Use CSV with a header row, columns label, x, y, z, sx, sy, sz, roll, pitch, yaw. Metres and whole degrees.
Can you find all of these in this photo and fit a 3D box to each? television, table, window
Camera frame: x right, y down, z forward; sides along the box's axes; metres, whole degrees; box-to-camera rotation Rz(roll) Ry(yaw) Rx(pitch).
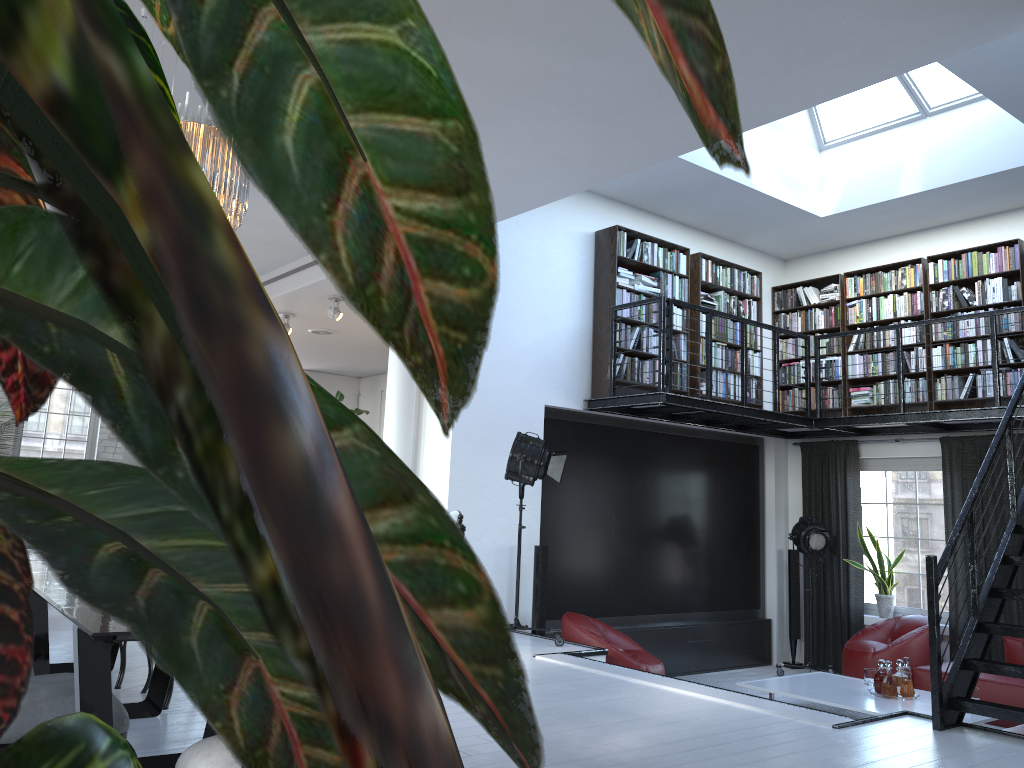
label,x,y,z,sx,sy,sz,roll,pitch,yaw
television,1.480,1.595,8.677,3.341,2.443,0.116,10,-13,-38
table,-2.122,1.148,4.303,0.888,0.701,1.989,9,-10,-33
table,-1.000,0.960,2.665,0.888,0.701,1.989,9,-10,-33
table,2.732,2.468,6.659,1.162,0.245,1.660,9,-11,-38
window,-8.613,0.344,15.913,8.108,6.112,9.117,10,-11,-38
window,3.949,1.550,8.961,0.132,1.616,1.163,11,-13,-38

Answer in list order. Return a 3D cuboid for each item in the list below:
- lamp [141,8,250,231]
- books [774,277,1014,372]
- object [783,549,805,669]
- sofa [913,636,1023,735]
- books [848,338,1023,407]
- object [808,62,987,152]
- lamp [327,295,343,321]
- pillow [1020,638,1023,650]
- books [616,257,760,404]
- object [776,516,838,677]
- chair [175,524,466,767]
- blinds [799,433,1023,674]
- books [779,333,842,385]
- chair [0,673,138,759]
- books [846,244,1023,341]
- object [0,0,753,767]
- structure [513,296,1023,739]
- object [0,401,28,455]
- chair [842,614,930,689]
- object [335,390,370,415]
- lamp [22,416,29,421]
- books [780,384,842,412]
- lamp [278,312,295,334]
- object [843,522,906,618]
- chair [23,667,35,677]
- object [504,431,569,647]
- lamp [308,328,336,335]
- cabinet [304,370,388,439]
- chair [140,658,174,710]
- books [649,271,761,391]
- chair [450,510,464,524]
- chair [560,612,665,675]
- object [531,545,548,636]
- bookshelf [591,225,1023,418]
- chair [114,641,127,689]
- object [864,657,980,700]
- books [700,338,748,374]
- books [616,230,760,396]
label,x,y,z,sx,sy,sz,roll,pitch,yaw
lamp,-1.469,-1.070,3.883,0.439,1.637,1.267,9,-12,-33
books,4.425,-0.548,8.369,0.241,1.405,4.428,11,-12,-38
object,2.997,2.390,9.457,0.157,1.229,0.156,7,-11,-23
sofa,3.678,2.245,6.165,3.269,0.660,2.534,9,-11,-38
books,4.667,-0.440,8.066,0.239,1.129,3.381,11,-12,-38
object,3.411,-2.840,7.885,1.181,0.637,2.214,9,-11,-38
lamp,-1.767,-0.751,8.878,0.182,0.240,0.182,9,-12,-34
pillow,4.672,2.090,6.448,0.983,0.404,1.944,2,-8,4
books,3.055,-0.774,7.277,2.198,1.418,4.363,10,-11,-39
object,3.889,2.061,8.173,2.901,1.589,0.749,-4,-12,35
chair,-0.432,0.734,1.809,0.495,0.971,0.501,9,-12,-31
blinds,3.907,1.705,8.632,0.125,2.401,2.500,11,-12,-38
books,4.430,-0.559,8.373,0.226,1.421,4.422,11,-12,-38
chair,-1.241,0.763,2.253,0.502,0.971,0.494,10,-12,-36
books,4.446,-0.840,8.433,0.212,0.833,2.628,11,-12,-38
object,-0.672,-0.120,0.571,1.740,2.258,1.796,4,-10,-6
structure,2.697,0.898,6.754,4.600,3.376,4.474,10,-11,-38
object,-6.702,0.859,10.214,1.922,2.640,2.384,1,-10,9
chair,3.486,2.491,8.188,0.830,0.716,0.825,0,-9,13
object,-1.792,0.510,8.909,0.775,0.897,0.434,-1,-11,19
lamp,-4.704,-0.560,8.756,0.113,1.865,1.051,9,-12,-31
books,4.040,-0.622,8.088,1.281,1.438,4.421,10,-11,-37
lamp,-2.496,-0.653,9.774,0.182,0.240,0.182,9,-12,-34
object,3.574,1.863,8.947,0.525,0.946,0.551,8,-11,-27
chair,-1.653,0.797,2.609,0.502,0.971,0.494,8,-11,-30
object,0.148,1.152,6.704,0.544,1.589,0.606,2,-10,5
lamp,-2.287,-0.628,10.659,0.327,0.025,0.327,8,-10,-33
cabinet,-3.146,0.751,9.935,7.204,3.021,7.277,9,-11,-38
chair,-1.493,1.066,4.416,0.502,0.971,0.494,9,-12,-33
books,3.278,-0.605,7.446,1.593,1.147,4.322,10,-11,-39
chair,-0.431,0.863,2.697,0.503,0.971,0.493,5,-10,-15
chair,0.792,2.198,6.994,0.829,0.716,0.826,-3,-11,31
object,0.204,1.948,7.265,0.157,1.229,0.156,-4,-12,32
bookshelf,3.366,-0.655,7.518,3.078,1.627,4.462,9,-11,-38
chair,-1.905,1.104,4.802,0.501,0.971,0.494,10,-13,-38
object,3.005,2.214,6.686,0.511,0.296,1.005,9,-10,-35
books,3.485,-0.709,7.593,1.166,1.413,4.370,10,-11,-38
books,1.724,-0.611,8.877,2.199,1.432,0.314,9,-12,-37
